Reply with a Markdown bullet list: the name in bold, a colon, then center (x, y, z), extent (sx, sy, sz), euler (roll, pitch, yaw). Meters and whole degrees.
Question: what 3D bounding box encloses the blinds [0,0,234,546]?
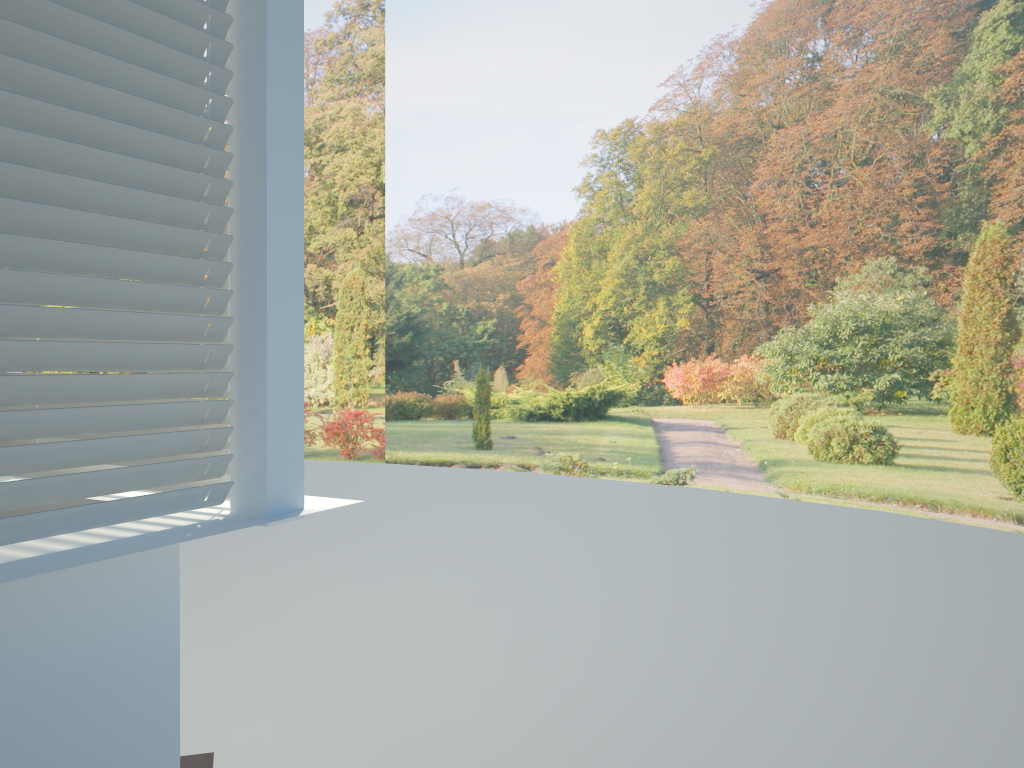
- **blinds**: center (-2.061, -1.876, 2.752), extent (1.220, 4.265, 3.918), euler (0, 1, -43)
